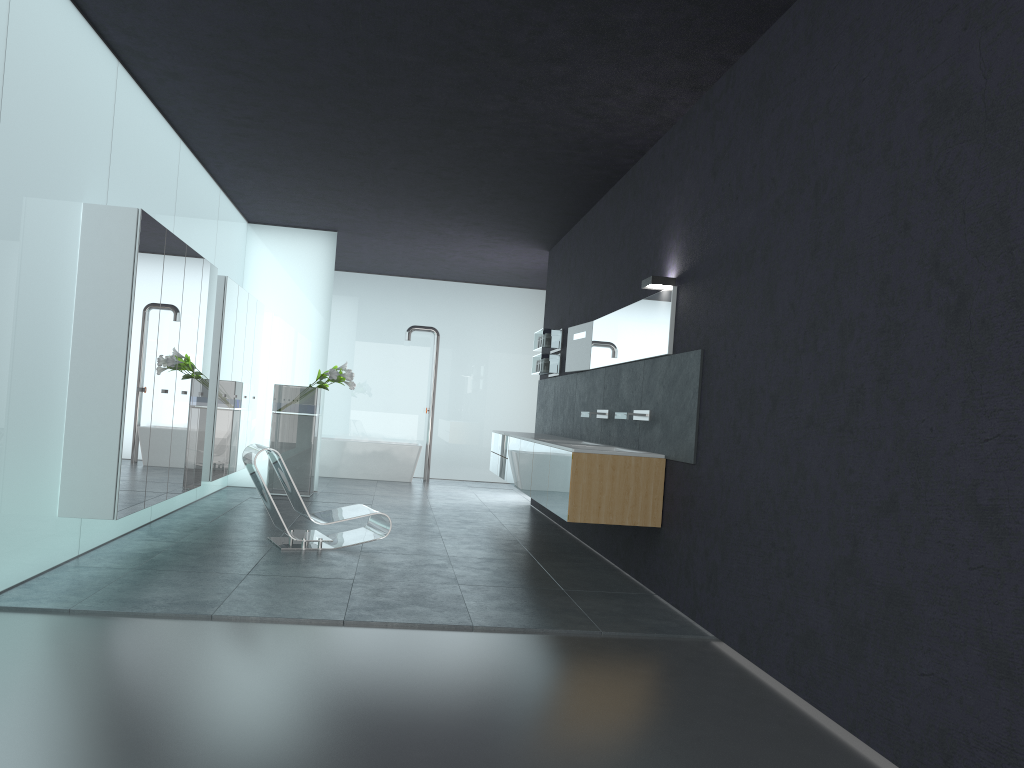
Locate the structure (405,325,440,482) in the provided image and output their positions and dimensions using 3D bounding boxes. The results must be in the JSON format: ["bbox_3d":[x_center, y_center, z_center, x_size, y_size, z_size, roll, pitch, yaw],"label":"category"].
[{"bbox_3d":[-1.714,0.376,16.097,0.643,2.871,0.123,4,-1,-8],"label":"structure"}]

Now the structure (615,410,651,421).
[{"bbox_3d":[1.013,0.259,7.519,0.186,0.088,0.482,4,-2,-7],"label":"structure"}]

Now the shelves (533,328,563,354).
[{"bbox_3d":[0.482,-0.583,11.973,0.265,0.285,0.770,4,-2,-7],"label":"shelves"}]

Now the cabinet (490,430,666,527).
[{"bbox_3d":[0.436,0.869,9.534,0.734,0.556,5.584,4,-2,-7],"label":"cabinet"}]

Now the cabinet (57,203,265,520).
[{"bbox_3d":[-3.298,-0.078,9.225,0.398,2.214,6.006,4,-2,-7],"label":"cabinet"}]

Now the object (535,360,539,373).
[{"bbox_3d":[0.372,-0.230,12.240,0.096,0.184,0.067,5,-1,-16],"label":"object"}]

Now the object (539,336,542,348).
[{"bbox_3d":[0.424,-0.563,12.032,0.096,0.184,0.068,4,-1,1],"label":"object"}]

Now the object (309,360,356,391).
[{"bbox_3d":[-2.659,0.025,12.154,1.024,0.779,0.974,5,-2,-15],"label":"object"}]

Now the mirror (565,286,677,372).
[{"bbox_3d":[0.993,-0.447,8.729,0.109,0.532,3.723,4,-2,-9],"label":"mirror"}]

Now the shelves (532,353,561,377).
[{"bbox_3d":[0.458,-0.257,11.968,0.265,0.285,0.770,4,-2,-7],"label":"shelves"}]

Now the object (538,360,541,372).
[{"bbox_3d":[0.400,-0.236,12.027,0.096,0.184,0.068,4,-1,1],"label":"object"}]

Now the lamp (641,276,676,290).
[{"bbox_3d":[1.167,-0.803,7.066,0.198,0.066,0.277,4,-2,-7],"label":"lamp"}]

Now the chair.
[{"bbox_3d":[-1.779,1.023,8.064,1.262,0.870,0.629,5,-1,-26],"label":"chair"}]

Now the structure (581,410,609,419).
[{"bbox_3d":[0.828,0.297,8.925,0.186,0.088,0.482,4,-2,-7],"label":"structure"}]

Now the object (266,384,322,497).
[{"bbox_3d":[-3.009,0.774,12.256,0.585,1.490,0.575,4,-1,-7],"label":"object"}]

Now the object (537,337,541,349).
[{"bbox_3d":[0.396,-0.557,12.244,0.096,0.184,0.067,5,-1,-16],"label":"object"}]

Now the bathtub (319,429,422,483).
[{"bbox_3d":[-2.633,1.259,15.974,1.978,0.858,0.960,4,-2,-7],"label":"bathtub"}]
